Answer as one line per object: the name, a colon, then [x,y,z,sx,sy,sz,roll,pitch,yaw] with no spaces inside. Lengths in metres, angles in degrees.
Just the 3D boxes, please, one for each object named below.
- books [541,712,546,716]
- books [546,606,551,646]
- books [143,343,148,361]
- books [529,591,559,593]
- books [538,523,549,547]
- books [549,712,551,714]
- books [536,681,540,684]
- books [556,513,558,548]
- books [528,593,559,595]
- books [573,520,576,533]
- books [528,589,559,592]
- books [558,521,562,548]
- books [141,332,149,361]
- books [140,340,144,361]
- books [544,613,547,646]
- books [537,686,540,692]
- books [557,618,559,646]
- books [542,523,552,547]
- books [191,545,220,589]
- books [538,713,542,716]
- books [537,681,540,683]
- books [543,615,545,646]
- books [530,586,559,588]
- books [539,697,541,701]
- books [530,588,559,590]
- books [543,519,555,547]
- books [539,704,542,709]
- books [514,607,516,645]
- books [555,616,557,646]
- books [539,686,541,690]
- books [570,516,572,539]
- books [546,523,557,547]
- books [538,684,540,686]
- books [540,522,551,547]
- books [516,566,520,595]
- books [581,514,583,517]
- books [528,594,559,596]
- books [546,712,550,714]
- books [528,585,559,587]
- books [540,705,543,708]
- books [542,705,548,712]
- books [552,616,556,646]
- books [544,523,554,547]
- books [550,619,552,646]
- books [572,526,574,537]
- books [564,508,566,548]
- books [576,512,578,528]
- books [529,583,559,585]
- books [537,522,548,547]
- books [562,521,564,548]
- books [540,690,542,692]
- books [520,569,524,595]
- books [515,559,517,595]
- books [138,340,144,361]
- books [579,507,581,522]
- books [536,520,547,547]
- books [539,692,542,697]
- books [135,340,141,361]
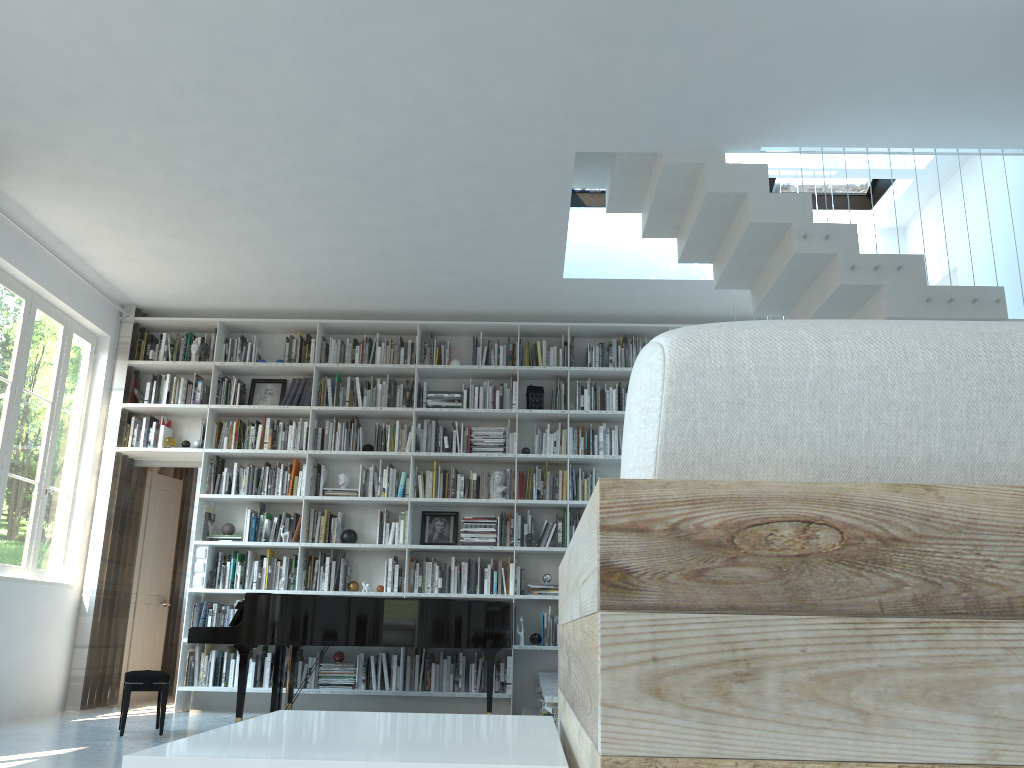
books: [0.250,1.730,4.634,0.191,0.006,0.276,0,-16,3]
books: [0.281,1.872,6.861,0.032,0.299,0.149,1,-15,1]
books: [-3.093,-0.232,7.569,0.024,0.194,0.167,1,-16,1]
books: [0.271,1.636,6.955,0.254,0.012,0.161,-1,-16,7]
books: [0.250,1.225,7.110,0.089,0.209,0.176,1,-16,1]
books: [0.273,1.715,4.638,0.154,0.014,0.197,1,-16,1]
books: [0.284,2.260,6.714,0.191,0.013,0.244,2,-16,-3]
books: [0.362,1.193,7.135,0.013,0.285,0.139,1,-15,1]
books: [0.271,1.648,6.954,0.285,0.012,0.160,-1,-16,6]
books: [0.503,1.219,7.133,0.011,0.238,0.137,1,-15,1]
books: [0.271,1.624,6.956,0.285,0.012,0.160,0,-16,4]
books: [0.382,1.217,7.106,0.029,0.222,0.171,1,-16,1]
books: [-3.111,-0.277,7.579,0.014,0.285,0.175,1,-15,1]
books: [-3.130,-0.245,7.580,0.023,0.222,0.151,1,-16,1]
books: [0.256,1.892,6.836,0.014,0.245,0.177,1,-16,1]
books: [0.280,2.212,6.422,0.191,0.028,0.213,0,-16,5]
books: [0.352,1.908,6.822,0.011,0.211,0.179,1,-16,1]
books: [0.277,1.229,7.125,0.090,0.211,0.143,1,-16,1]
books: [-2.438,1.466,7.061,0.106,0.339,0.308,1,-16,1]
books: [0.250,1.837,4.918,0.193,0.005,0.225,2,-16,-3]
books: [0.269,1.968,5.845,0.193,0.005,0.225,2,-16,-3]
books: [0.243,1.905,6.851,0.012,0.228,0.130,1,-15,1]
books: [0.271,1.598,6.956,0.254,0.012,0.161,1,-16,1]
books: [0.281,2.168,6.114,0.177,0.026,0.231,0,-16,4]
books: [0.272,1.613,6.963,0.254,0.012,0.161,-1,-16,6]
books: [0.293,1.215,7.127,0.094,0.238,0.150,1,-15,1]
books: [0.258,1.901,5.219,0.189,0.009,0.291,0,-16,4]
books: [0.024,1.884,6.896,0.012,0.284,0.160,1,-15,1]
books: [0.341,1.906,6.840,0.012,0.225,0.149,1,-16,1]
books: [0.272,2.003,5.835,0.182,0.016,0.199,-1,-16,6]
books: [0.477,1.200,7.119,0.010,0.265,0.158,1,-15,1]
books: [0.309,1.233,7.120,0.091,0.204,0.169,1,-16,1]
books: [0.292,2.283,6.708,0.188,0.009,0.211,1,-16,0]
books: [0.266,1.223,7.132,0.095,0.225,0.144,1,-15,1]
books: [0.051,1.569,7.041,0.027,0.228,0.141,1,-15,1]
books: [0.561,1.192,7.115,0.005,0.283,0.159,1,-15,1]
books: [0.270,1.658,6.946,0.285,0.012,0.160,0,-16,4]
books: [0.265,1.724,4.636,0.170,0.006,0.269,1,-16,1]
books: [0.272,1.589,6.968,0.285,0.012,0.160,0,-16,5]
books: [0.257,1.799,4.928,0.189,0.013,0.215,1,-16,-1]
books: [0.253,1.701,4.642,0.191,0.015,0.247,1,-16,2]
books: [0.322,1.901,6.825,0.026,0.224,0.175,1,-16,1]
books: [0.297,1.230,7.132,0.090,0.214,0.139,1,-15,1]
books: [0.302,1.919,6.846,0.013,0.202,0.139,1,-16,1]
books: [0.489,1.241,7.118,0.015,0.187,0.168,1,-16,1]
books: [0.425,1.171,7.127,0.014,0.324,0.183,1,-15,1]
books: [0.518,1.189,7.126,0.018,0.294,0.178,1,-15,1]
books: [0.271,1.576,6.964,0.254,0.012,0.161,-2,-16,10]
books: [0.242,1.223,7.125,0.088,0.219,0.139,1,-15,1]
books: [0.407,1.219,7.117,0.021,0.226,0.148,1,-16,1]
books: [0.285,2.113,6.129,0.171,0.020,0.194,0,-16,5]
books: [0.080,1.578,7.041,0.030,0.210,0.137,1,-15,1]
books: [0.032,1.541,7.049,0.012,0.284,0.160,1,-15,1]
books: [-3.153,-0.244,7.591,0.024,0.227,0.130,1,-15,1]
books: [0.550,1.171,7.147,0.007,0.341,0.150,1,-15,1]
books: [0.233,1.215,7.108,0.095,0.227,0.190,1,-16,1]
books: [0.287,2.252,6.411,0.189,0.029,0.238,1,-16,1]
books: [-3.173,-0.246,7.569,0.014,0.218,0.189,1,-16,1]
